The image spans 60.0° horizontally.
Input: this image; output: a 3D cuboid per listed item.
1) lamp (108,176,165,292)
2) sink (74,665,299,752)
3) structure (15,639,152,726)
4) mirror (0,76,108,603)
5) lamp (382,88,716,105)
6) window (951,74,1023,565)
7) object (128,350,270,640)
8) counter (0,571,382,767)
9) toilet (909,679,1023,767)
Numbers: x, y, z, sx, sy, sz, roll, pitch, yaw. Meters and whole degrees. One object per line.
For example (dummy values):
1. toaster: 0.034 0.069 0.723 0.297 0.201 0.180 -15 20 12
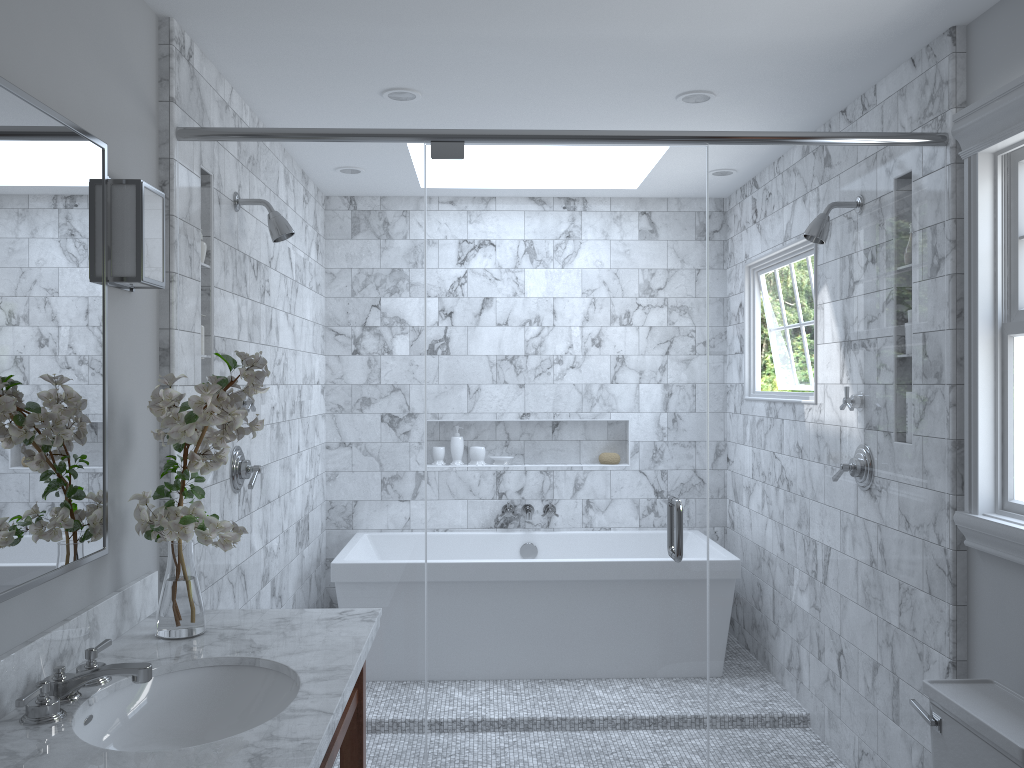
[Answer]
1. lamp: -0.950 -0.374 2.242 0.091 0.266 0.175 0 0 -2
2. sink: -0.653 0.781 1.763 0.517 0.270 0.494 0 0 -43
3. structure: -0.885 0.593 1.770 0.256 0.069 0.295 0 0 -42
4. mirror: -0.966 -0.083 1.765 0.030 0.977 0.694 0 0 -2
5. lamp: 0.145 -1.065 3.798 1.976 0.050 1.289 0 0 -2
6. window: 1.372 -0.159 2.071 0.149 1.248 1.040 0 0 -2
7. object: -0.748 0.274 2.178 0.374 0.706 0.225 0 0 29
8. counter: -0.655 1.009 1.641 0.638 0.983 1.657 0 0 -2
9. toilet: 0.907 1.134 2.108 0.722 0.727 0.490 0 0 -2
